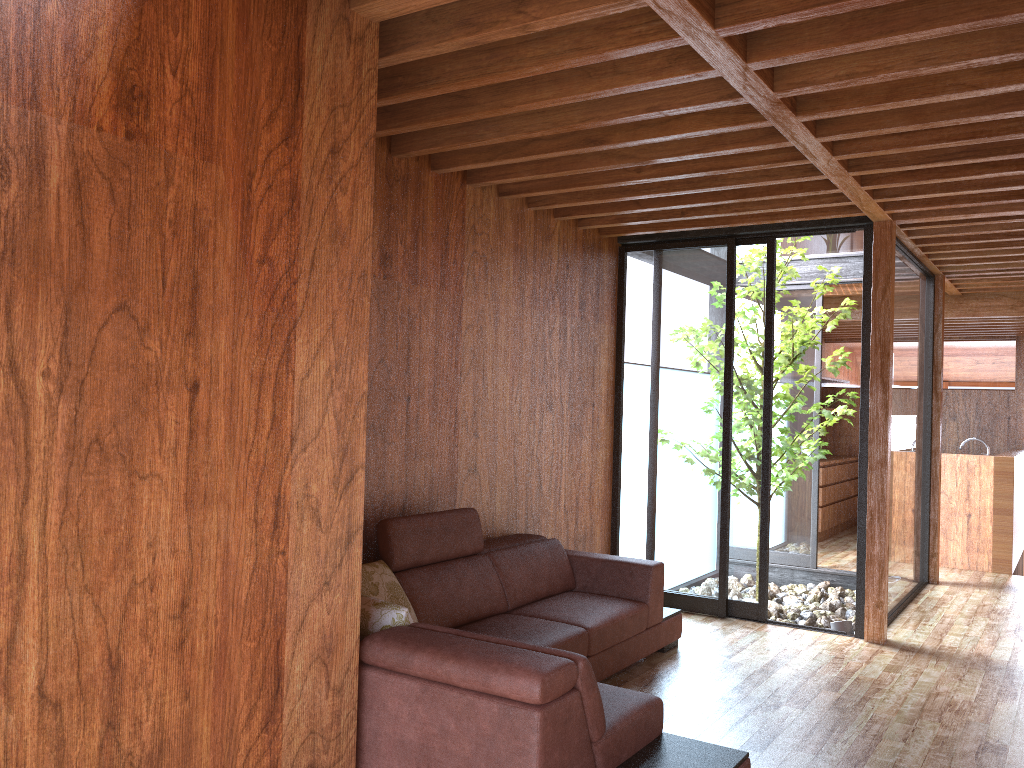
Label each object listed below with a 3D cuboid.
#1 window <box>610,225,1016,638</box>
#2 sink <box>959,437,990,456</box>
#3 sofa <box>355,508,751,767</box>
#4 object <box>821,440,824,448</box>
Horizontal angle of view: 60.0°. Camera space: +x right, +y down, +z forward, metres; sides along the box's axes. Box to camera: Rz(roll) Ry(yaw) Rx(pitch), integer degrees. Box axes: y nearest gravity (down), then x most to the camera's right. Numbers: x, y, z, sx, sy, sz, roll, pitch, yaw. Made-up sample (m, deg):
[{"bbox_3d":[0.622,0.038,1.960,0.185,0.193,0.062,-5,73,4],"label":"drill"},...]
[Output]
[{"bbox_3d":[2.719,-0.723,5.204,4.074,5.131,14.071,1,-2,32],"label":"window"},{"bbox_3d":[4.324,0.698,8.341,0.554,0.423,2.476,1,-2,33],"label":"sink"},{"bbox_3d":[0.280,0.945,3.560,1.687,0.760,2.523,1,-2,33],"label":"sofa"},{"bbox_3d":[2.937,0.532,8.774,0.317,0.449,0.334,3,-2,-42],"label":"object"}]
